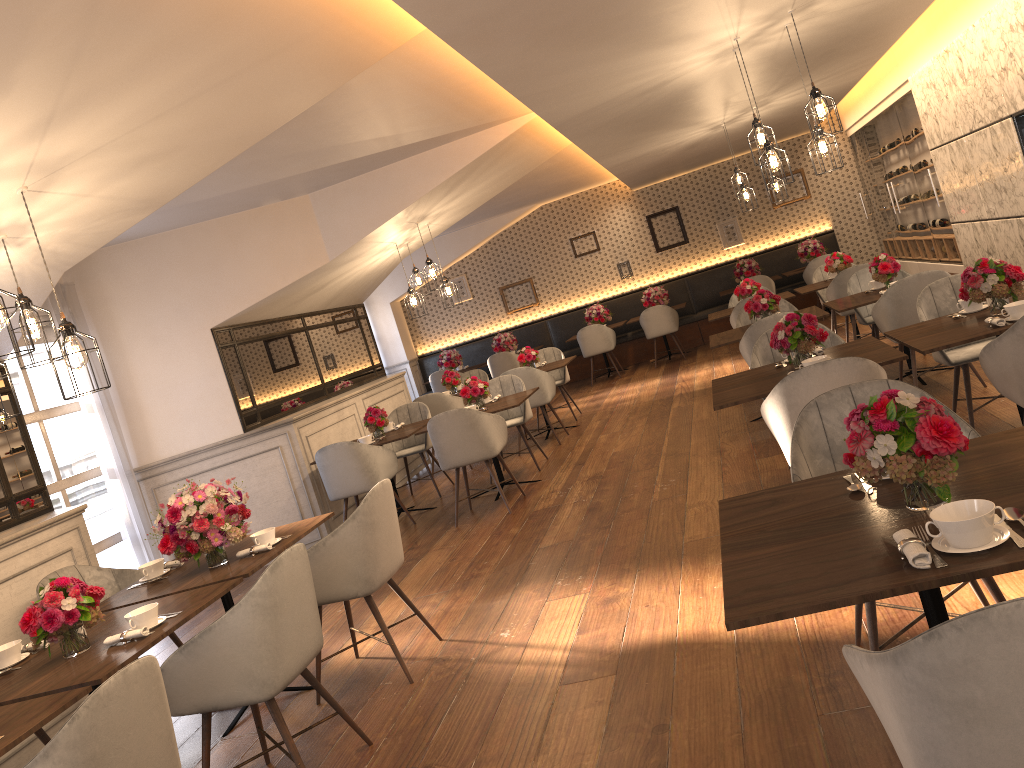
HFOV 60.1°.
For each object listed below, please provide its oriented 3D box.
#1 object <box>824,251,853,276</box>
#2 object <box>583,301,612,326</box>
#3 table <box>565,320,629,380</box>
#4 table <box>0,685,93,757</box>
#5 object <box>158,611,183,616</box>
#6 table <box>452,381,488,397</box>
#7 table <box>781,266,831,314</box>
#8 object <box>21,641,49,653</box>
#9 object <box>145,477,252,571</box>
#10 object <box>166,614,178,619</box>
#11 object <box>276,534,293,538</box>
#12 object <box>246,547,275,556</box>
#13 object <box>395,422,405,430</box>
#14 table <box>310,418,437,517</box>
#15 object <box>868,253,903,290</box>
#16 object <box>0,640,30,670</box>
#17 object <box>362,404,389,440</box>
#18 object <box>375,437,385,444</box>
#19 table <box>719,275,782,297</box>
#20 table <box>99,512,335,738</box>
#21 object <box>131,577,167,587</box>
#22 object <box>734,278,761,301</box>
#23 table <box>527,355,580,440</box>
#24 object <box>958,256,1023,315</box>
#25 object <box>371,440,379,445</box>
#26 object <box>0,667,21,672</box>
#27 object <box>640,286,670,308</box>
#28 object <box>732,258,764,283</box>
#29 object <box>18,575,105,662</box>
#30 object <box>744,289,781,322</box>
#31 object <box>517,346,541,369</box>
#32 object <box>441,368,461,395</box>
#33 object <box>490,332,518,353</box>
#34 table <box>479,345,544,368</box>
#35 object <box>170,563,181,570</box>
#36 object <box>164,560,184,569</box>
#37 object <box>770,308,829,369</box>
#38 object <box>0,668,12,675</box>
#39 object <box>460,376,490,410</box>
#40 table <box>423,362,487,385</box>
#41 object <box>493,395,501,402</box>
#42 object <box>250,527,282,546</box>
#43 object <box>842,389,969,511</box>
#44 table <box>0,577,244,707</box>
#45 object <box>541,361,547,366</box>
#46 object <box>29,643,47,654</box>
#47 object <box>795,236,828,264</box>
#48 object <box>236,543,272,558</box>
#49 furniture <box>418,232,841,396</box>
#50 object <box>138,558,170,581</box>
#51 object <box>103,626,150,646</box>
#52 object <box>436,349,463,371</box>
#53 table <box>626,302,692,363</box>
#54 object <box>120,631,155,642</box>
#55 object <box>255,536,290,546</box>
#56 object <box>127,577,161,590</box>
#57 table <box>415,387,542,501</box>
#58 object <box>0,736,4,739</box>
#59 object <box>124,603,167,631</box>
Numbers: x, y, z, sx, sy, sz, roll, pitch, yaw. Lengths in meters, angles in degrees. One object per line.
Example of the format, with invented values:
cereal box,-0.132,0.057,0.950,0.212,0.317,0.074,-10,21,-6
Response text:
object,3.410,-1.251,9.235,0.303,0.301,0.236,-15,4,35
object,1.321,-1.051,13.689,0.423,0.424,0.403,-19,4,-33
table,1.423,-0.485,13.715,0.893,0.720,0.902,-16,4,14
table,-1.730,1.481,2.465,0.893,0.720,0.902,-16,4,14
object,-1.362,0.896,3.429,0.196,0.015,0.043,-17,5,10
table,-0.568,0.465,9.954,0.893,0.720,0.902,-16,4,14
table,4.527,-1.387,12.949,0.893,0.720,0.902,-16,4,14
object,-1.921,1.049,3.530,0.175,0.039,0.056,-16,4,13
object,-1.435,0.641,4.136,0.419,0.424,0.406,-17,3,2
object,-1.374,0.908,3.396,0.210,0.004,0.022,-16,5,13
object,-1.164,0.755,4.336,0.196,0.015,0.043,-17,5,10
object,-1.197,0.777,4.146,0.192,0.024,0.025,-16,3,13
object,-1.012,0.378,7.965,0.056,0.039,0.177,-16,5,14
table,-1.060,0.816,7.693,0.893,0.720,0.902,-16,4,14
object,2.889,-0.878,6.825,0.233,0.301,0.307,-17,3,16
object,-1.950,1.050,3.418,0.149,0.072,0.147,-20,5,-34
object,-1.180,0.322,7.627,0.235,0.301,0.305,-18,3,-11
object,-1.107,0.471,7.385,0.042,0.015,0.199,-16,5,18
table,3.634,-1.128,13.169,0.893,0.720,0.902,-16,4,14
table,-1.332,1.197,4.292,0.893,0.720,0.902,-16,4,14
object,-1.735,0.947,4.245,0.210,0.004,0.022,-16,5,13
object,2.533,-0.999,9.484,0.306,0.301,0.234,-18,3,-9
table,0.325,0.205,9.733,0.893,0.720,0.902,-16,4,14
object,2.341,-0.490,4.320,0.303,0.301,0.236,-15,4,35
object,-1.130,0.483,7.399,0.022,0.004,0.212,-16,5,14
object,-1.932,1.088,3.337,0.210,0.004,0.022,-16,5,13
object,2.167,-1.289,13.378,0.418,0.424,0.408,-16,3,16
object,3.468,-1.668,13.070,0.423,0.424,0.403,-19,4,-34
object,-1.647,0.848,3.271,0.232,0.301,0.308,-16,4,33
object,2.009,-0.625,7.072,0.306,0.301,0.234,-18,3,-9
object,0.188,-0.283,9.681,0.232,0.301,0.308,-16,4,33
object,-0.689,-0.028,9.885,0.235,0.301,0.305,-18,3,-11
object,-0.115,-0.625,13.952,0.419,0.424,0.406,-17,3,2
table,0.104,-0.102,14.041,0.893,0.720,0.902,-16,4,14
object,-1.720,0.918,4.401,0.192,0.024,0.025,-16,3,13
object,-1.724,0.909,4.437,0.175,0.039,0.056,-16,4,13
object,1.463,-0.236,4.565,0.236,0.301,0.303,-20,4,-43
object,-1.948,1.090,3.305,0.196,0.015,0.043,-17,5,10
object,-0.303,0.066,7.423,0.232,0.301,0.308,-16,4,33
table,-0.789,0.158,14.261,0.893,0.720,0.902,-16,4,14
object,-0.132,0.123,7.748,0.056,0.039,0.177,-16,5,14
object,-1.179,0.740,4.220,0.149,0.072,0.147,-20,5,-34
object,0.941,0.142,2.105,0.236,0.301,0.303,-19,4,-29
table,-1.531,1.339,3.378,0.893,0.720,0.902,-16,4,14
object,0.359,-0.228,10.006,0.056,0.039,0.177,-16,5,14
object,-1.918,1.059,3.494,0.192,0.024,0.025,-16,3,13
object,4.345,-1.924,12.864,0.423,0.424,0.403,-19,4,-33
object,-1.198,0.773,4.110,0.175,0.039,0.056,-16,4,13
furniture,1.786,-0.835,14.260,7.061,1.080,0.544,-16,2,13
object,-1.753,0.910,4.325,0.149,0.072,0.147,-20,5,-34
object,-1.395,0.914,3.203,0.175,0.039,0.056,-16,4,13
object,-0.997,-0.369,14.175,0.423,0.424,0.403,-19,4,-34
table,2.316,-0.744,13.495,0.893,0.720,0.902,-16,4,14
object,-1.394,0.918,3.239,0.192,0.024,0.025,-16,3,13
object,-1.177,0.768,4.303,0.210,0.004,0.022,-16,5,13
object,-1.750,0.949,4.212,0.196,0.015,0.043,-17,5,10
table,-0.167,0.556,7.472,0.893,0.720,0.902,-16,4,14
object,-1.551,1.031,2.557,0.196,0.015,0.043,-17,5,10
object,-1.376,0.880,3.313,0.149,0.072,0.147,-20,5,-34
